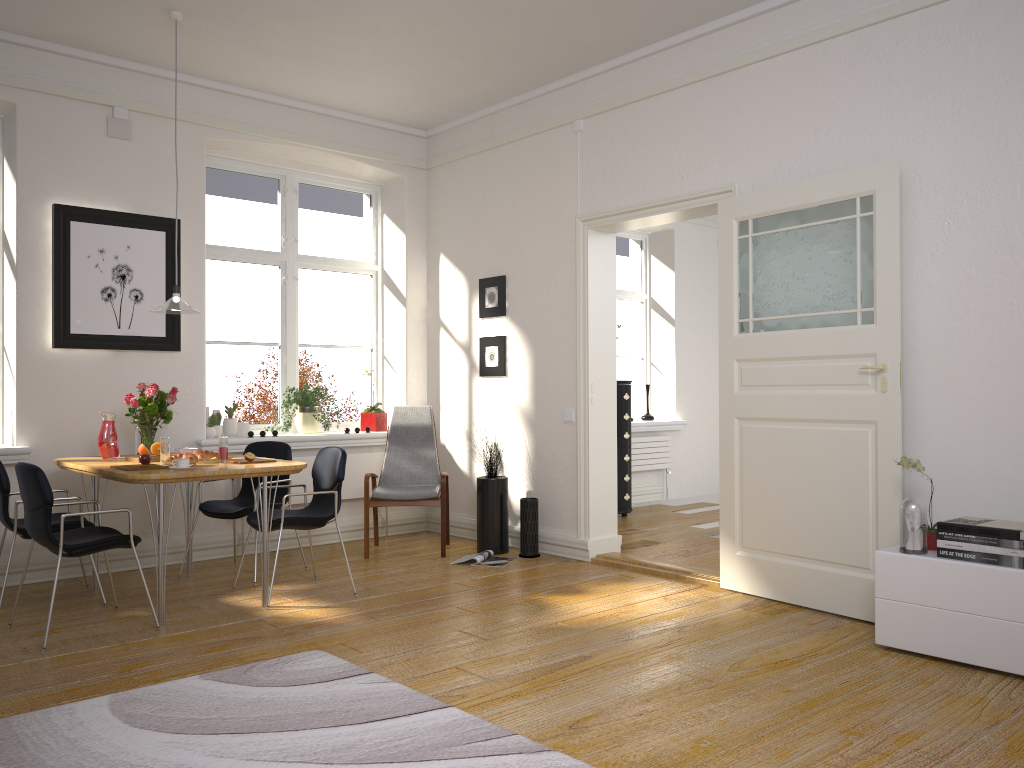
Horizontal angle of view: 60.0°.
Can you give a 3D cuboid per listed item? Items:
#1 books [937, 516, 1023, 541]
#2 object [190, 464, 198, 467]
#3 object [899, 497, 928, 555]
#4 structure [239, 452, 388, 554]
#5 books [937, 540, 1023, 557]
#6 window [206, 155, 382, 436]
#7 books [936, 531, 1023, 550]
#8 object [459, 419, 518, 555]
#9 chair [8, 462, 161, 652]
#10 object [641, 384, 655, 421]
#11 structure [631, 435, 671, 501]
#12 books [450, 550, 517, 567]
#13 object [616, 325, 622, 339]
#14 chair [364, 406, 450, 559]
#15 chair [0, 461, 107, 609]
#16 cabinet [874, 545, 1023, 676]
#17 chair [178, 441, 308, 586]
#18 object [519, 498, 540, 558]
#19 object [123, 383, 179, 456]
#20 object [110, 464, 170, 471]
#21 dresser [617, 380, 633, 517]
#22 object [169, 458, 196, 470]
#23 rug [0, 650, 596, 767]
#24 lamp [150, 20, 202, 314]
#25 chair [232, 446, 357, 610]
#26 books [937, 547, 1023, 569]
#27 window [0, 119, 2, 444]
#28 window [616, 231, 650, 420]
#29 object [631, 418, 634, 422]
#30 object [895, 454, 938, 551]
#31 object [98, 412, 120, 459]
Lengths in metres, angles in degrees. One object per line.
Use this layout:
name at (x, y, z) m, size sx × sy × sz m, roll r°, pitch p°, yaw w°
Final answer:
books at (1.949, 0.586, 3.604) m, size 0.264 × 0.038 × 0.319 m, roll 0°, pitch -1°, yaw -39°
object at (-1.564, 0.404, 4.349) m, size 0.039 × 0.020 × 0.058 m, roll 0°, pitch -1°, yaw -45°
object at (1.701, 0.597, 3.754) m, size 0.115 × 0.234 × 0.113 m, roll 0°, pitch 0°, yaw -8°
structure at (-1.401, 0.939, 6.424) m, size 1.224 × 0.845 × 0.093 m, roll 0°, pitch -1°, yaw -42°
books at (1.945, 0.651, 3.598) m, size 0.264 × 0.031 × 0.322 m, roll 0°, pitch -1°, yaw -43°
window at (21.611, -14.528, 222.595) m, size 506.460 × 104.414 × 291.339 m, roll 0°, pitch -1°, yaw -42°
books at (1.961, 0.620, 3.598) m, size 0.293 × 0.031 × 0.344 m, roll 0°, pitch -1°, yaw -41°
object at (-0.151, 0.706, 6.176) m, size 0.424 × 0.924 × 0.357 m, roll 0°, pitch 0°, yaw 7°
chair at (-2.036, 0.756, 4.188) m, size 0.534 × 0.803 × 0.567 m, roll 0°, pitch -1°, yaw -43°
object at (1.415, 0.194, 9.230) m, size 0.144 × 0.378 × 0.144 m, roll 0°, pitch 0°, yaw 2°
structure at (1.154, 0.947, 8.697) m, size 1.224 × 0.845 × 0.093 m, roll 0°, pitch -1°, yaw -42°
books at (-0.187, 1.141, 5.822) m, size 0.368 × 0.048 × 0.308 m, roll 0°, pitch -1°, yaw 16°
object at (0.763, -0.336, 7.943) m, size 0.411 × 0.616 × 0.800 m, roll -1°, pitch -1°, yaw 26°
chair at (-0.725, 0.670, 6.235) m, size 0.545 × 1.027 × 0.583 m, roll 0°, pitch 0°, yaw -2°
chair at (-2.487, 0.763, 4.703) m, size 0.533 × 0.803 × 0.568 m, roll 0°, pitch -1°, yaw -35°
cabinet at (2.117, 0.909, 3.509) m, size 0.469 × 0.400 × 1.176 m, roll 0°, pitch -1°, yaw -41°
chair at (-1.644, 0.766, 5.463) m, size 0.571 × 0.803 × 0.530 m, roll 0°, pitch -1°, yaw 22°
object at (0.118, 0.971, 5.995) m, size 0.142 × 0.390 × 0.147 m, roll 0°, pitch -1°, yaw 23°
object at (-2.102, 0.202, 5.205) m, size 0.270 × 0.447 × 0.334 m, roll -1°, pitch -1°, yaw 40°
object at (-1.841, 0.411, 4.384) m, size 0.204 × 0.010 × 0.255 m, roll 0°, pitch -1°, yaw -42°
dresser at (0.580, 0.586, 7.757) m, size 0.942 × 1.232 × 0.609 m, roll 0°, pitch -1°, yaw -42°
object at (-1.604, 0.390, 4.320) m, size 0.129 × 0.049 × 0.130 m, roll 0°, pitch -1°, yaw 6°
rug at (-0.377, 1.121, 1.802) m, size 1.990 × 0.008 × 3.633 m, roll 0°, pitch -1°, yaw -42°
lamp at (-1.846, -1.297, 4.865) m, size 0.259 × 1.808 × 0.268 m, roll -1°, pitch -1°, yaw 32°
chair at (-1.205, 0.759, 4.926) m, size 0.533 × 0.803 × 0.568 m, roll 0°, pitch -1°, yaw -36°
books at (1.959, 0.688, 3.595) m, size 0.264 × 0.044 × 0.344 m, roll 0°, pitch -1°, yaw -39°
window at (-5.664, -0.372, 6.655) m, size 2.050 × 2.474 × 5.236 m, roll 0°, pitch -1°, yaw -43°
window at (0.853, -0.617, 9.029) m, size 1.638 × 2.005 × 0.076 m, roll 0°, pitch -1°, yaw -42°
object at (1.174, 0.241, 8.936) m, size 0.105 × 0.280 × 0.109 m, roll -1°, pitch -1°, yaw 34°
object at (1.779, 0.509, 3.839) m, size 0.239 × 0.411 × 0.092 m, roll 0°, pitch 0°, yaw 17°
object at (-2.289, 0.292, 5.024) m, size 0.094 × 0.267 × 0.116 m, roll 0°, pitch 0°, yaw -4°
